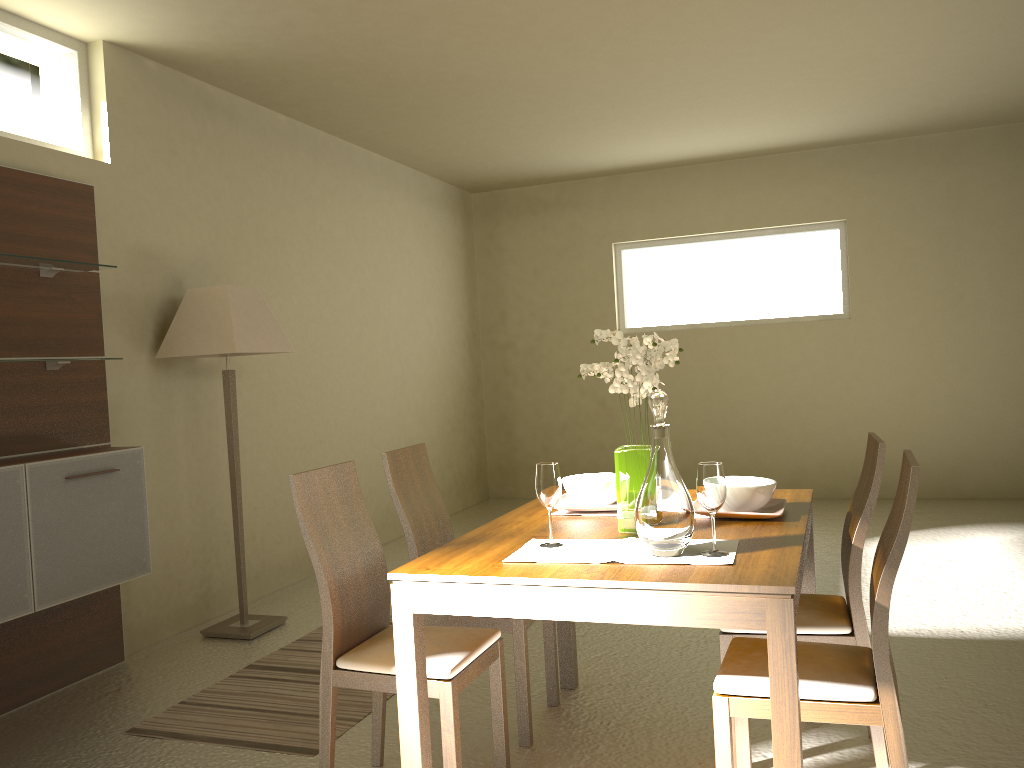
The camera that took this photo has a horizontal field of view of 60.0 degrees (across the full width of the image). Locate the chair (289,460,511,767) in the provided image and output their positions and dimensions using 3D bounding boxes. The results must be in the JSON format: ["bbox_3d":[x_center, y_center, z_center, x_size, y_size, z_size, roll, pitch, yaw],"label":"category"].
[{"bbox_3d":[-0.338,0.759,2.725,0.507,1.017,0.404,-3,1,20],"label":"chair"}]

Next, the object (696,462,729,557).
[{"bbox_3d":[0.511,0.318,2.262,0.075,0.232,0.075,-4,1,-21],"label":"object"}]

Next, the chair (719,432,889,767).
[{"bbox_3d":[0.936,0.685,2.856,0.507,1.017,0.404,-3,1,17],"label":"chair"}]

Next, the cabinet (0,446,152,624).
[{"bbox_3d":[-2.186,0.616,2.837,0.372,0.570,2.463,-3,1,20],"label":"cabinet"}]

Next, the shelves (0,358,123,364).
[{"bbox_3d":[-2.278,-0.058,2.842,0.255,0.008,2.463,-3,1,20],"label":"shelves"}]

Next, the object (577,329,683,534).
[{"bbox_3d":[0.361,0.136,2.643,0.304,0.608,0.302,-3,1,24],"label":"object"}]

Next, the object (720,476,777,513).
[{"bbox_3d":[0.720,0.356,2.810,0.232,0.107,0.233,-2,1,32],"label":"object"}]

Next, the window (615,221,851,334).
[{"bbox_3d":[1.947,-0.929,7.982,2.025,0.848,0.100,-3,1,20],"label":"window"}]

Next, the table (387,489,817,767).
[{"bbox_3d":[0.414,0.830,2.773,1.000,0.790,1.411,-3,1,20],"label":"table"}]

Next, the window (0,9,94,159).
[{"bbox_3d":[0.126,-0.231,1.576,6.429,3.000,4.466,-3,1,18],"label":"window"}]

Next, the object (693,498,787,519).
[{"bbox_3d":[0.720,0.396,2.812,0.283,0.041,0.283,-3,1,20],"label":"object"}]

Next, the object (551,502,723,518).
[{"bbox_3d":[0.458,0.421,3.019,0.589,0.010,0.287,-3,1,24],"label":"object"}]

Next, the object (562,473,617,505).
[{"bbox_3d":[0.292,0.372,3.065,0.233,0.101,0.233,-3,1,9],"label":"object"}]

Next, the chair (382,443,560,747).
[{"bbox_3d":[-0.145,0.736,3.283,0.507,1.017,0.404,-3,1,18],"label":"chair"}]

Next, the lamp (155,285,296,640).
[{"bbox_3d":[-1.446,0.395,4.619,0.499,1.782,0.499,-3,1,20],"label":"lamp"}]

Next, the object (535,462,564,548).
[{"bbox_3d":[0.105,0.339,2.490,0.075,0.232,0.075,-4,1,-21],"label":"object"}]

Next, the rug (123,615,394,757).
[{"bbox_3d":[-0.793,1.265,3.946,0.843,0.010,1.613,-3,1,21],"label":"rug"}]

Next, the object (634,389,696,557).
[{"bbox_3d":[0.389,0.226,2.293,0.156,0.426,0.156,-4,1,-28],"label":"object"}]

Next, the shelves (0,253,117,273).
[{"bbox_3d":[-2.301,-0.466,2.834,0.255,0.008,2.463,-3,1,20],"label":"shelves"}]

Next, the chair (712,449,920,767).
[{"bbox_3d":[0.811,0.703,2.344,0.507,1.017,0.404,-3,1,21],"label":"chair"}]

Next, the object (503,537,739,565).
[{"bbox_3d":[0.298,0.444,2.376,0.589,0.010,0.287,-3,1,17],"label":"object"}]

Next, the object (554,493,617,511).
[{"bbox_3d":[0.294,0.413,3.066,0.283,0.033,0.283,-3,1,14],"label":"object"}]
